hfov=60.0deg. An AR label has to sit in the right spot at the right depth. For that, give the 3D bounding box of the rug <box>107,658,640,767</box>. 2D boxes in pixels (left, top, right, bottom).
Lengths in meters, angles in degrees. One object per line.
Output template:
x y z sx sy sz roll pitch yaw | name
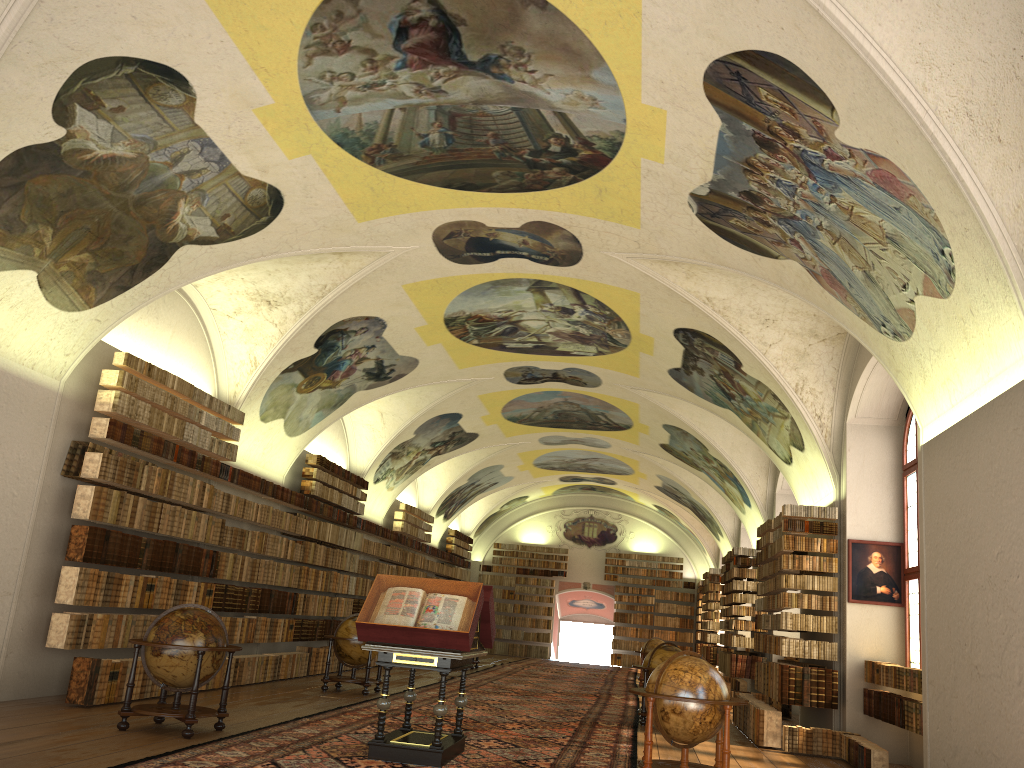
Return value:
0.445 6.832 19.576 4.703 0.064 37.084 3 -15 9 | rug

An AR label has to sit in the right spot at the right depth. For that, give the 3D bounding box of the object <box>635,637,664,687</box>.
4.287 8.309 26.490 1.282 1.442 1.281 16 -18 -37 | object

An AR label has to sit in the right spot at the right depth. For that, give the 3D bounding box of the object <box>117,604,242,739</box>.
-3.883 3.334 10.465 1.281 1.442 1.282 13 -16 -27 | object

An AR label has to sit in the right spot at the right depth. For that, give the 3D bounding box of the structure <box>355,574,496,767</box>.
-0.982 3.269 10.241 1.245 1.972 1.900 3 -14 9 | structure

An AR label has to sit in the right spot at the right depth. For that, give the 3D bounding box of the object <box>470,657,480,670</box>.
-1.483 8.019 27.401 1.282 1.442 1.281 16 -18 -37 | object

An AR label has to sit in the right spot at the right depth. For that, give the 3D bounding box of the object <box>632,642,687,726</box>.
2.796 5.407 15.999 1.281 1.442 1.282 13 -16 -27 | object

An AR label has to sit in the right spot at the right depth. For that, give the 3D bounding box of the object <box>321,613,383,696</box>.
-2.969 5.114 16.898 1.283 1.442 1.281 18 -19 -42 | object

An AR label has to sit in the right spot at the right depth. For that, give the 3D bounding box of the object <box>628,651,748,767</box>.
1.880 3.627 9.567 1.283 1.442 1.281 18 -19 -42 | object
